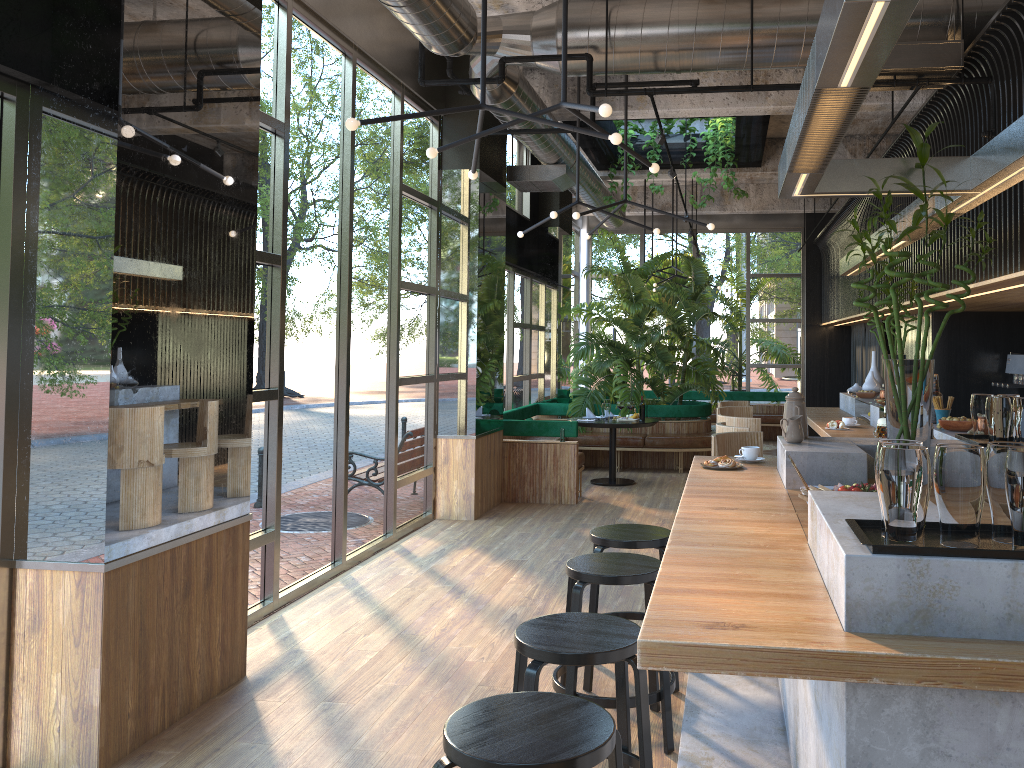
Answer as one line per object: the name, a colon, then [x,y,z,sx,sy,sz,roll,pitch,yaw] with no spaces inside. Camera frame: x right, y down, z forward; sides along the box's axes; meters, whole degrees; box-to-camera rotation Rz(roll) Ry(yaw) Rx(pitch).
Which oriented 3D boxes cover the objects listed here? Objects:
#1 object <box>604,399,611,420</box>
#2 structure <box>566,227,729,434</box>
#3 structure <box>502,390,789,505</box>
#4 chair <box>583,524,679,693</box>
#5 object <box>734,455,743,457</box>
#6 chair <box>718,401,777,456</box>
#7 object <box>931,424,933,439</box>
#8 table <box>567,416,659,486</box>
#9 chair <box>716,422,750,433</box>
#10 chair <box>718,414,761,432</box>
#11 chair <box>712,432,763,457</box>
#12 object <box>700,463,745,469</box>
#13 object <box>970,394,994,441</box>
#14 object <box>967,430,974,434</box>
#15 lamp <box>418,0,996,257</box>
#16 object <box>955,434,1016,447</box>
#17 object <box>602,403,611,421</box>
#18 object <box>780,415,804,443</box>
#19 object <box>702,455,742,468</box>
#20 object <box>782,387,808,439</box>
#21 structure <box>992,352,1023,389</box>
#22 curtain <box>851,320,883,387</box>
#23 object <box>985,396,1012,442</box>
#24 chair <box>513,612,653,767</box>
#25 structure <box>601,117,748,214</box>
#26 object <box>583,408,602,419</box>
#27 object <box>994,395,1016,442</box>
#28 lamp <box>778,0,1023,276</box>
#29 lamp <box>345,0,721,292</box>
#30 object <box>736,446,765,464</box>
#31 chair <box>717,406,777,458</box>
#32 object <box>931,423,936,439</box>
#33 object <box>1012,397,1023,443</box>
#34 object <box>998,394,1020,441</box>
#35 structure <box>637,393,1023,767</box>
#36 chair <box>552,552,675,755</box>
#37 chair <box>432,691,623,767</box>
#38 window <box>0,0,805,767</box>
object: [1.131,0.304,10.541,0.094,0.245,0.091,1,-2,-6]
structure: [1.936,-0.574,12.916,2.449,3.440,2.649,1,-1,-4]
structure: [1.817,0.599,6.010,5.936,1.549,20.439,1,2,13]
chair: [0.584,1.079,4.366,0.510,0.697,0.519,0,-1,7]
object: [1.152,0.365,4.477,0.030,0.027,0.133,1,2,-9]
chair: [2.150,0.655,8.091,0.531,0.970,0.563,0,-1,21]
object: [1.974,0.292,4.172,0.067,0.215,0.171,-1,-1,37]
table: [1.199,0.801,10.574,1.135,0.751,1.065,0,1,-20]
chair: [1.592,0.748,5.740,0.569,0.970,0.524,1,-1,-29]
chair: [1.791,0.716,6.546,0.523,0.970,0.570,0,-1,35]
chair: [1.394,0.778,4.981,0.571,0.970,0.523,1,-1,-32]
object: [0.984,0.384,4.159,0.216,0.013,0.196,-2,3,-43]
object: [2.149,0.151,4.053,0.110,0.209,0.101,1,-2,-34]
object: [2.272,0.191,4.314,0.160,0.107,0.086,0,0,-33]
lamp: [2.163,-2.507,10.723,3.736,1.532,10.177,1,2,11]
object: [2.154,0.252,3.930,0.268,0.019,0.444,1,2,12]
object: [1.098,0.329,10.372,0.110,0.209,0.100,2,-2,-44]
object: [1.222,0.195,3.867,0.097,0.119,0.089,0,-1,20]
object: [0.987,0.366,4.152,0.160,0.052,0.156,-1,2,-34]
object: [1.291,0.131,4.064,0.122,0.234,0.208,1,0,-19]
structure: [5.141,0.480,8.801,0.541,1.596,0.851,0,-1,12]
curtain: [5.496,0.043,13.815,0.120,2.060,3.327,0,1,14]
object: [2.097,0.160,3.827,0.110,0.209,0.101,1,-2,-34]
chair: [0.210,1.139,2.827,0.516,0.697,0.513,1,-1,0]
structure: [2.241,-2.937,11.475,2.073,1.518,1.477,1,0,41]
object: [0.964,0.355,10.667,0.235,0.139,0.230,0,1,-5]
object: [2.181,0.157,3.925,0.110,0.209,0.100,2,-2,-44]
lamp: [3.634,-1.954,5.083,4.935,2.133,6.805,1,2,6]
lamp: [2.107,-2.165,6.320,5.006,1.824,19.209,1,2,13]
object: [1.058,0.350,4.288,0.435,0.073,0.174,-2,3,-44]
chair: [1.955,0.687,7.291,0.560,0.970,0.534,1,-1,-14]
object: [2.000,0.292,4.242,0.072,0.210,0.068,1,-2,-21]
object: [2.199,0.162,3.799,0.110,0.209,0.101,1,-2,-34]
object: [2.263,0.153,4.044,0.110,0.209,0.101,1,-2,-34]
structure: [3.940,0.575,4.779,5.755,1.731,7.240,1,2,12]
chair: [0.428,1.104,3.725,0.514,0.697,0.515,1,-1,2]
chair: [0.039,1.167,2.123,0.497,0.697,0.532,0,-1,25]
window: [0.761,-1.896,6.264,4.075,6.496,20.690,0,2,14]
